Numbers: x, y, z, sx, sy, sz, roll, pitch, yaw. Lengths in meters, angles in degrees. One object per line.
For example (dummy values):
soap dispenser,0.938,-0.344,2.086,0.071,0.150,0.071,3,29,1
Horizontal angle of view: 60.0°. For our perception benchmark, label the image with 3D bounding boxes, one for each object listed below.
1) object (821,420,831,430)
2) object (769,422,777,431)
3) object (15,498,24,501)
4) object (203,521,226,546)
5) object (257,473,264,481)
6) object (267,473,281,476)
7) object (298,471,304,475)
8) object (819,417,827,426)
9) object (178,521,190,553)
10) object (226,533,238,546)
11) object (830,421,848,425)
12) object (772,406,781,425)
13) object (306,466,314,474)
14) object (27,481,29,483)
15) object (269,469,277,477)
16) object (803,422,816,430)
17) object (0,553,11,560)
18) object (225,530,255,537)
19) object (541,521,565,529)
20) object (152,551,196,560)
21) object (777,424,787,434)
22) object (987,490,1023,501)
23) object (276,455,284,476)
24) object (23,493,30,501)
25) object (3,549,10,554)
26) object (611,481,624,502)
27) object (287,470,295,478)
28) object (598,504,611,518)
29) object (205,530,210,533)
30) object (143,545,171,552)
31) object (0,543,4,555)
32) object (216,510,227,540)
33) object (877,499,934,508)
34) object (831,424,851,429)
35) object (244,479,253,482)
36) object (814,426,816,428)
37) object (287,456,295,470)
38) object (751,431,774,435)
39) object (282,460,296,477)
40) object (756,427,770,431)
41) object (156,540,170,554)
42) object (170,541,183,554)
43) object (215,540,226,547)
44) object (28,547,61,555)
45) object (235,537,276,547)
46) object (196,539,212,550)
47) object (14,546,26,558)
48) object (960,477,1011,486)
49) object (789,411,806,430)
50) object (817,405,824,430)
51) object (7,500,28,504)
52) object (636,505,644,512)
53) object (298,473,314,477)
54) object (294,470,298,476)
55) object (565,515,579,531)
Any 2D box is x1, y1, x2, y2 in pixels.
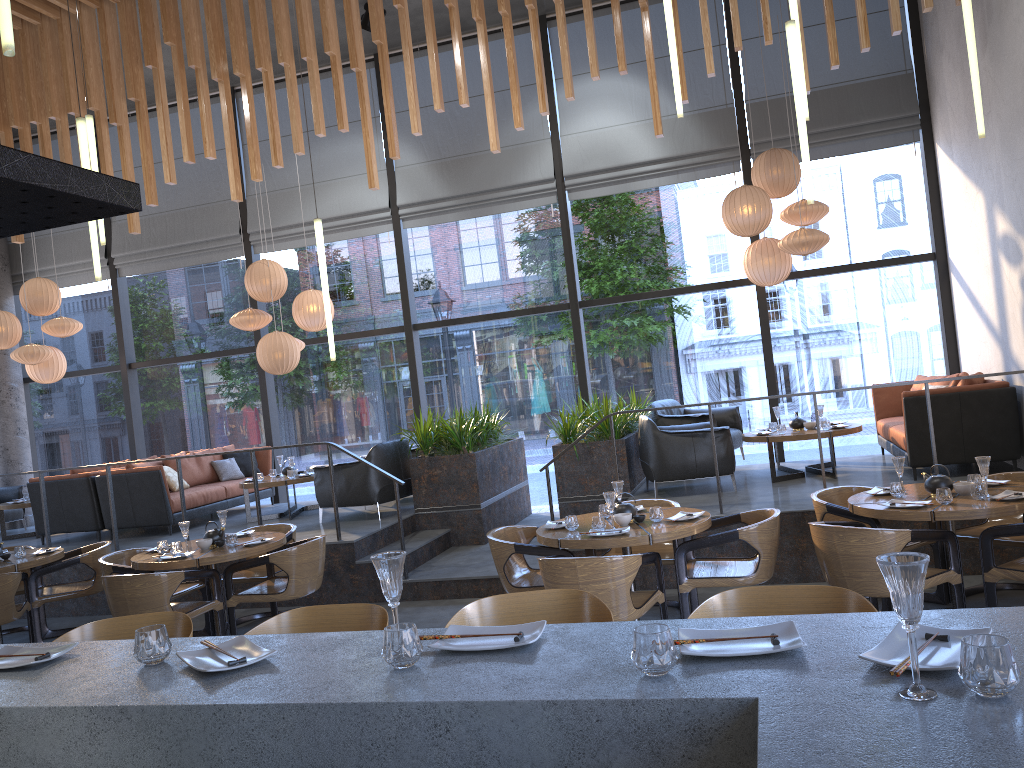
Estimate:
object,2.860,0.376,8.085,0.086,0.086,0.086,-7,0,20
object,2.529,0.415,8.588,0.086,0.086,0.086,-6,0,-37
object,-6.063,1.429,11.006,0.170,0.025,0.294,-6,0,6
object,-2.231,1.115,6.636,0.163,0.179,0.168,-6,0,-20
object,-2.755,1.018,9.686,0.086,0.086,0.086,-7,0,20
object,-2.700,1.045,10.273,0.294,0.025,0.170,-6,0,-39
object,-2.370,0.998,9.944,0.080,0.042,0.080,-6,0,1
object,2.972,0.365,8.482,0.086,0.086,0.086,-7,0,20
object,-2.338,1.102,6.356,0.082,0.227,0.082,-6,0,-15
object,-2.048,1.141,6.483,0.086,0.086,0.086,-6,0,-27
object,3.120,0.379,8.554,0.170,0.025,0.294,-6,0,-4
object,2.597,0.337,8.660,0.082,0.227,0.082,-6,0,-2
object,-2.273,0.965,9.978,0.086,0.086,0.086,-7,0,20
object,-5.946,1.313,10.970,0.082,0.227,0.082,-6,0,-36
object,-2.715,1.015,10.083,0.086,0.086,0.086,-6,0,-37
object,2.808,0.394,8.360,0.116,0.065,0.116,-6,0,-44
object,-4.089,1.397,7.163,0.080,0.042,0.080,-6,0,1
object,-2.194,1.191,6.986,0.294,0.025,0.170,-6,0,0
object,0.286,0.905,5.667,0.170,0.025,0.294,-7,0,13
object,-2.395,1.210,6.224,0.294,0.025,0.170,-7,0,13
object,2.489,0.418,8.190,0.086,0.086,0.086,-7,0,20
object,2.754,0.622,4.901,0.294,0.025,0.170,-6,0,-36
object,-2.647,0.936,10.156,0.082,0.227,0.082,-6,0,-2
object,-5.941,1.384,10.864,0.086,0.086,0.086,-6,0,8
object,-4.418,1.444,7.493,0.294,0.025,0.170,-6,0,-39
object,0.707,0.755,5.836,0.082,0.227,0.082,-7,0,37
object,-2.385,0.976,9.581,0.086,0.086,0.086,-7,0,20
object,0.611,0.837,5.827,0.086,0.086,0.086,-6,0,-2
object,-2.326,1.174,6.846,0.086,0.086,0.086,-6,0,2
object,-2.650,1.241,6.685,0.170,0.025,0.294,-7,0,13
object,-4.232,1.344,7.205,0.163,0.179,0.168,-6,0,-19
object,-2.229,1.092,6.854,0.082,0.227,0.082,-6,0,-41
object,2.241,0.681,5.008,0.170,0.025,0.294,-6,0,-36
object,3.004,0.391,8.141,0.170,0.025,0.294,-6,0,-4
object,-2.883,1.064,9.820,0.170,0.025,0.294,-6,0,-4
object,2.875,0.398,8.448,0.080,0.042,0.080,-6,0,-22
object,-2.397,0.906,9.666,0.082,0.227,0.082,-6,0,-31
object,2.362,0.464,8.324,0.170,0.025,0.294,-6,0,-4
object,-2.513,0.945,9.986,0.163,0.179,0.168,-6,0,-19
object,2.545,0.445,8.777,0.294,0.025,0.170,-6,0,-39
object,-2.567,1.200,6.519,0.086,0.086,0.086,-7,0,41
object,-2.413,1.182,6.376,0.086,0.086,0.086,-7,0,41
object,-2.144,1.174,6.520,0.080,0.042,0.080,-7,0,40
object,-3.843,1.378,7.270,0.170,0.025,0.294,-6,0,-4
object,-1.887,1.154,6.448,0.170,0.025,0.294,-7,0,35
object,-2.251,1.175,6.493,0.116,0.065,0.116,-6,0,-22
object,-3.991,1.364,7.197,0.086,0.086,0.086,-7,0,24
object,2.919,0.605,5.434,0.170,0.025,0.294,-6,0,-14
object,2.731,0.345,8.490,0.163,0.179,0.168,-6,0,-19
object,2.847,0.306,8.170,0.082,0.227,0.082,-6,0,-31
object,-5.872,1.406,10.557,0.294,0.025,0.170,-7,0,41
object,0.742,0.854,5.967,0.294,0.025,0.170,-6,0,0
object,-2.241,0.991,9.637,0.170,0.025,0.294,-6,0,-4
object,-2.436,0.994,9.855,0.116,0.065,0.116,-6,0,-44
object,0.370,0.863,5.500,0.086,0.086,0.086,-7,0,41
